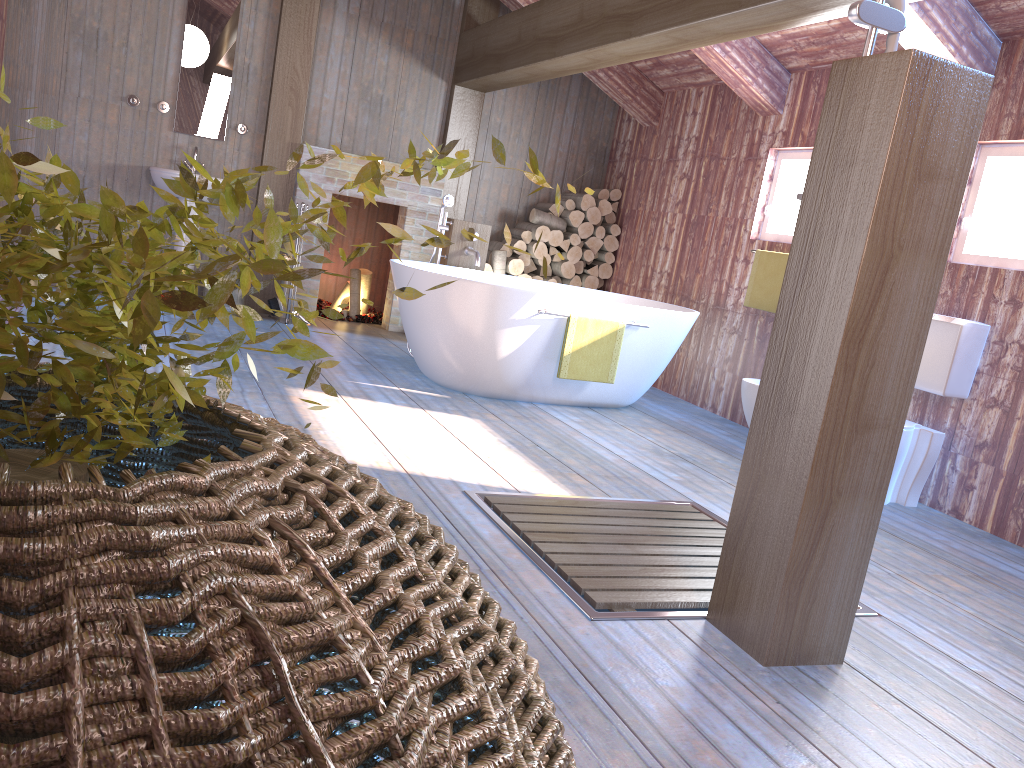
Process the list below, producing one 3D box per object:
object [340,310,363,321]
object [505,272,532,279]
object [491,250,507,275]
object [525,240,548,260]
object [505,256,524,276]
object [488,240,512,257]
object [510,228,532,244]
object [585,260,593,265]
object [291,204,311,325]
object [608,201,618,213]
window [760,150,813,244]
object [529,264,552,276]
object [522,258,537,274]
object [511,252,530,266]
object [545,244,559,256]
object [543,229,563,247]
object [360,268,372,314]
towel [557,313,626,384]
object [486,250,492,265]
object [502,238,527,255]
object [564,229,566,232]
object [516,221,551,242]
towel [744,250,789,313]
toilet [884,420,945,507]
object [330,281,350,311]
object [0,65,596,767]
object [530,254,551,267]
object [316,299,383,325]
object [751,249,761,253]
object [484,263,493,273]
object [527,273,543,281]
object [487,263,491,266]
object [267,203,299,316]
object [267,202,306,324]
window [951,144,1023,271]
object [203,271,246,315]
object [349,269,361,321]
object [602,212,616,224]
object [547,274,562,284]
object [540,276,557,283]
[{"bbox_3d":[-1.341,-0.579,7.388,0.085,0.084,0.278,14,10,22],"label":"object"},{"bbox_3d":[0.010,-0.874,7.327,0.139,0.148,0.458,6,10,-23],"label":"object"},{"bbox_3d":[-0.108,-0.918,7.060,0.147,0.298,0.109,7,10,-21],"label":"object"},{"bbox_3d":[0.137,-1.119,7.301,0.141,0.143,0.437,6,10,-25],"label":"object"},{"bbox_3d":[-0.045,-0.984,7.260,0.138,0.147,0.440,6,10,-23],"label":"object"},{"bbox_3d":[-0.108,-1.106,7.249,0.114,0.113,0.301,6,11,-26],"label":"object"},{"bbox_3d":[0.072,-1.216,7.261,0.106,0.112,0.282,6,10,-23],"label":"object"},{"bbox_3d":[0.615,-1.052,7.507,0.067,0.069,0.177,6,10,-24],"label":"object"},{"bbox_3d":[-1.539,-0.879,6.521,0.206,0.871,0.126,13,10,19],"label":"object"},{"bbox_3d":[0.796,-1.519,7.540,0.081,0.100,0.281,6,10,-24],"label":"object"},{"bbox_3d":[1.910,-1.081,5.193,0.054,0.587,1.255,6,10,-23],"label":"window"},{"bbox_3d":[0.226,-0.973,7.486,0.104,0.127,0.321,6,10,-23],"label":"object"},{"bbox_3d":[0.094,-1.001,7.421,0.128,0.150,0.323,6,10,-24],"label":"object"},{"bbox_3d":[0.044,-1.041,7.294,0.111,0.113,0.301,6,10,-24],"label":"object"},{"bbox_3d":[0.294,-1.115,7.368,0.088,0.092,0.280,6,10,-23],"label":"object"},{"bbox_3d":[0.272,-1.227,7.337,0.138,0.147,0.440,6,10,-23],"label":"object"},{"bbox_3d":[-1.292,-0.761,7.607,0.140,0.459,0.266,9,10,-6],"label":"object"},{"bbox_3d":[0.443,-0.192,4.922,0.370,0.361,0.032,5,11,-27],"label":"towel"},{"bbox_3d":[-0.192,-1.044,7.305,0.108,0.113,0.302,6,10,-23],"label":"object"},{"bbox_3d":[0.013,-1.130,7.241,0.115,0.123,0.291,6,10,-23],"label":"object"},{"bbox_3d":[0.344,-1.314,7.451,0.121,0.124,0.291,6,10,-23],"label":"object"},{"bbox_3d":[0.170,-1.252,7.289,0.135,0.145,0.439,6,10,-23],"label":"object"},{"bbox_3d":[1.575,-0.627,5.418,0.032,0.361,0.370,6,10,-23],"label":"towel"},{"bbox_3d":[1.675,0.344,4.207,0.534,0.400,0.375,6,10,-23],"label":"toilet"},{"bbox_3d":[-1.424,-0.722,7.492,0.221,0.306,0.121,11,9,3],"label":"object"},{"bbox_3d":[-0.361,0.249,0.631,0.972,1.073,0.970,1,13,-43],"label":"object"},{"bbox_3d":[0.215,-1.046,7.349,0.115,0.123,0.291,6,10,-23],"label":"object"},{"bbox_3d":[-1.445,-0.632,7.677,0.829,0.085,0.935,2,13,-41],"label":"object"},{"bbox_3d":[1.639,-0.784,5.400,0.091,0.043,0.581,6,10,-23],"label":"object"},{"bbox_3d":[-0.296,-0.931,7.179,0.139,0.137,0.455,6,10,-25],"label":"object"},{"bbox_3d":[0.146,-0.865,7.373,0.114,0.120,0.303,6,10,-23],"label":"object"},{"bbox_3d":[-0.243,-0.967,7.300,0.099,0.093,0.280,6,10,-23],"label":"object"},{"bbox_3d":[-1.675,-0.908,6.471,0.136,0.846,0.062,2,13,-42],"label":"object"},{"bbox_3d":[-1.631,-0.902,6.547,0.276,0.888,0.333,13,10,18],"label":"object"},{"bbox_3d":[2.469,-0.741,3.792,0.054,0.587,1.255,6,10,-23],"label":"window"},{"bbox_3d":[-2.101,-0.672,6.493,0.309,0.290,0.308,8,10,-14],"label":"object"},{"bbox_3d":[-1.303,-0.735,7.356,0.098,0.434,0.283,6,10,-25],"label":"object"},{"bbox_3d":[0.777,-1.423,7.538,0.107,0.115,0.269,6,10,-23],"label":"object"},{"bbox_3d":[0.308,-0.879,7.543,0.116,0.118,0.289,6,11,-26],"label":"object"},{"bbox_3d":[0.242,-0.858,7.410,0.098,0.100,0.437,6,10,-25],"label":"object"}]
